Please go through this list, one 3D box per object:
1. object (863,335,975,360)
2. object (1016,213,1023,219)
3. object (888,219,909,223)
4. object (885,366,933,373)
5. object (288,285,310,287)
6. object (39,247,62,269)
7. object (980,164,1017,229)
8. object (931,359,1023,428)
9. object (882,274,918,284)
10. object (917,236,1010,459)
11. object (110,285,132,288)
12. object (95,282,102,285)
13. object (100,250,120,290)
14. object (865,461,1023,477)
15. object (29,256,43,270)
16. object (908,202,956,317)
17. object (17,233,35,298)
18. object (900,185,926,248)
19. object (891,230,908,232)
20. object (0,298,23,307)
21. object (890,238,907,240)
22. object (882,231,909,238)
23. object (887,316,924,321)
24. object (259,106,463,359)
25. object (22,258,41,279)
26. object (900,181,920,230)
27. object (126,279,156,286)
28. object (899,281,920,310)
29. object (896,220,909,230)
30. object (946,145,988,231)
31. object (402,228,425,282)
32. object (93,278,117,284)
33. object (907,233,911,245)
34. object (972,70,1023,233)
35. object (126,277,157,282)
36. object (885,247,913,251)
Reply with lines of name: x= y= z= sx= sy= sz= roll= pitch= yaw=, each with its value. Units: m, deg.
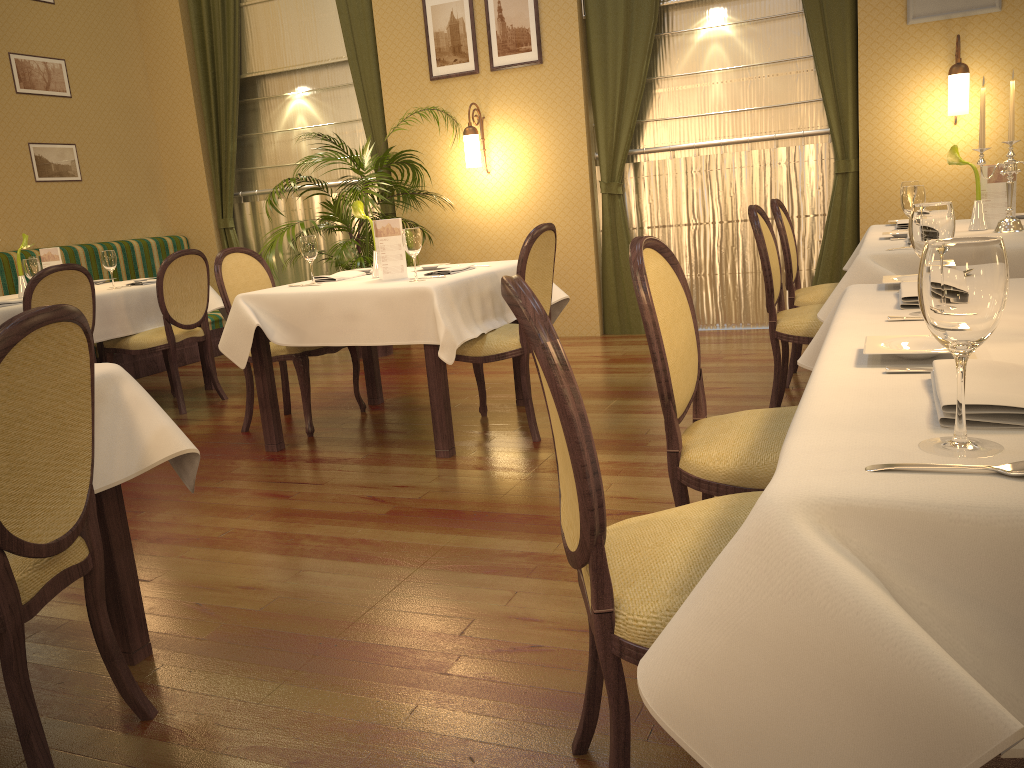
object: x=0.665 y=-0.055 z=1.457 sx=0.160 sy=0.024 sz=0.160 roll=0 pitch=13 yaw=23
object: x=2.503 y=-0.822 z=4.340 sx=0.160 sy=0.024 sz=0.160 roll=0 pitch=13 yaw=23
object: x=2.074 y=-0.854 z=4.685 sx=0.160 sy=0.024 sz=0.160 roll=0 pitch=13 yaw=23
object: x=0.659 y=-0.021 z=1.328 sx=0.185 sy=0.010 sz=0.017 roll=0 pitch=13 yaw=25
object: x=-0.978 y=-0.466 z=4.183 sx=0.185 sy=0.010 sz=0.017 roll=0 pitch=13 yaw=25
object: x=-2.761 y=-0.673 z=5.308 sx=0.166 sy=0.277 sz=0.081 roll=5 pitch=15 yaw=39
object: x=2.144 y=-0.819 z=3.865 sx=0.166 sy=0.277 sz=0.081 roll=-6 pitch=12 yaw=-5
object: x=0.627 y=0.009 z=1.152 sx=0.142 sy=0.033 sz=0.273 roll=0 pitch=13 yaw=23
object: x=1.043 y=-0.263 z=2.290 sx=0.160 sy=0.024 sz=0.160 roll=0 pitch=13 yaw=23
object: x=0.486 y=-0.041 z=0.959 sx=0.088 sy=0.229 sz=0.088 roll=-9 pitch=12 yaw=-18
object: x=-2.405 y=-0.597 z=5.434 sx=0.185 sy=0.010 sz=0.017 roll=0 pitch=13 yaw=23
object: x=-2.830 y=-0.674 z=5.981 sx=0.181 sy=0.015 sz=0.038 roll=0 pitch=13 yaw=25
object: x=-2.397 y=-0.682 z=5.299 sx=0.088 sy=0.229 sz=0.088 roll=-9 pitch=12 yaw=-18
object: x=0.457 y=0.083 z=0.904 sx=0.181 sy=0.015 sz=0.038 roll=0 pitch=13 yaw=25
object: x=-3.008 y=-0.696 z=5.636 sx=0.088 sy=0.229 sz=0.088 roll=-9 pitch=12 yaw=-18
object: x=0.869 y=-0.258 z=1.836 sx=0.088 sy=0.229 sz=0.088 roll=-9 pitch=12 yaw=-18
object: x=-2.903 y=-0.706 z=5.280 sx=0.076 sy=0.375 sz=0.163 roll=-3 pitch=12 yaw=10
object: x=1.517 y=-0.633 z=3.355 sx=0.088 sy=0.229 sz=0.088 roll=-9 pitch=12 yaw=-18
object: x=1.884 y=-0.725 z=4.176 sx=0.185 sy=0.010 sz=0.017 roll=0 pitch=13 yaw=25
object: x=-2.685 y=-0.437 z=4.745 sx=0.142 sy=0.033 sz=0.273 roll=0 pitch=13 yaw=23
object: x=1.690 y=-0.613 z=3.724 sx=0.185 sy=0.010 sz=0.017 roll=0 pitch=13 yaw=25
object: x=1.696 y=-0.647 z=3.853 sx=0.160 sy=0.024 sz=0.160 roll=0 pitch=13 yaw=23
object: x=0.854 y=-0.133 z=1.780 sx=0.185 sy=0.010 sz=0.017 roll=0 pitch=13 yaw=25
object: x=-1.045 y=-1.098 z=6.590 sx=1.496 sy=1.807 sz=1.552 roll=-4 pitch=12 yaw=4
object: x=-2.642 y=-0.577 z=4.904 sx=0.088 sy=0.229 sz=0.088 roll=-9 pitch=12 yaw=-18
object: x=1.899 y=-0.850 z=4.232 sx=0.088 sy=0.229 sz=0.088 roll=-9 pitch=12 yaw=-18
object: x=-2.272 y=-0.643 z=5.576 sx=0.142 sy=0.024 sz=0.273 roll=0 pitch=13 yaw=23
object: x=0.967 y=-0.206 z=2.036 sx=0.142 sy=0.033 sz=0.273 roll=0 pitch=13 yaw=23
object: x=1.998 y=-0.797 z=4.431 sx=0.142 sy=0.033 sz=0.273 roll=0 pitch=13 yaw=23
object: x=1.989 y=-0.857 z=3.868 sx=0.163 sy=0.375 sz=0.076 roll=7 pitch=17 yaw=44
object: x=-0.429 y=-0.563 z=3.871 sx=0.088 sy=0.229 sz=0.088 roll=-9 pitch=12 yaw=-18
object: x=-2.833 y=-0.700 z=6.090 sx=0.160 sy=0.024 sz=0.160 roll=0 pitch=13 yaw=23
object: x=1.658 y=-0.583 z=3.548 sx=0.142 sy=0.033 sz=0.273 roll=0 pitch=13 yaw=23
object: x=2.035 y=-0.949 z=3.617 sx=0.390 sy=0.655 sz=0.131 roll=-7 pitch=12 yaw=-10
object: x=-2.404 y=-0.668 z=5.745 sx=0.160 sy=0.024 sz=0.160 roll=0 pitch=13 yaw=23
object: x=1.488 y=-0.509 z=3.300 sx=0.181 sy=0.015 sz=0.038 roll=0 pitch=13 yaw=25
